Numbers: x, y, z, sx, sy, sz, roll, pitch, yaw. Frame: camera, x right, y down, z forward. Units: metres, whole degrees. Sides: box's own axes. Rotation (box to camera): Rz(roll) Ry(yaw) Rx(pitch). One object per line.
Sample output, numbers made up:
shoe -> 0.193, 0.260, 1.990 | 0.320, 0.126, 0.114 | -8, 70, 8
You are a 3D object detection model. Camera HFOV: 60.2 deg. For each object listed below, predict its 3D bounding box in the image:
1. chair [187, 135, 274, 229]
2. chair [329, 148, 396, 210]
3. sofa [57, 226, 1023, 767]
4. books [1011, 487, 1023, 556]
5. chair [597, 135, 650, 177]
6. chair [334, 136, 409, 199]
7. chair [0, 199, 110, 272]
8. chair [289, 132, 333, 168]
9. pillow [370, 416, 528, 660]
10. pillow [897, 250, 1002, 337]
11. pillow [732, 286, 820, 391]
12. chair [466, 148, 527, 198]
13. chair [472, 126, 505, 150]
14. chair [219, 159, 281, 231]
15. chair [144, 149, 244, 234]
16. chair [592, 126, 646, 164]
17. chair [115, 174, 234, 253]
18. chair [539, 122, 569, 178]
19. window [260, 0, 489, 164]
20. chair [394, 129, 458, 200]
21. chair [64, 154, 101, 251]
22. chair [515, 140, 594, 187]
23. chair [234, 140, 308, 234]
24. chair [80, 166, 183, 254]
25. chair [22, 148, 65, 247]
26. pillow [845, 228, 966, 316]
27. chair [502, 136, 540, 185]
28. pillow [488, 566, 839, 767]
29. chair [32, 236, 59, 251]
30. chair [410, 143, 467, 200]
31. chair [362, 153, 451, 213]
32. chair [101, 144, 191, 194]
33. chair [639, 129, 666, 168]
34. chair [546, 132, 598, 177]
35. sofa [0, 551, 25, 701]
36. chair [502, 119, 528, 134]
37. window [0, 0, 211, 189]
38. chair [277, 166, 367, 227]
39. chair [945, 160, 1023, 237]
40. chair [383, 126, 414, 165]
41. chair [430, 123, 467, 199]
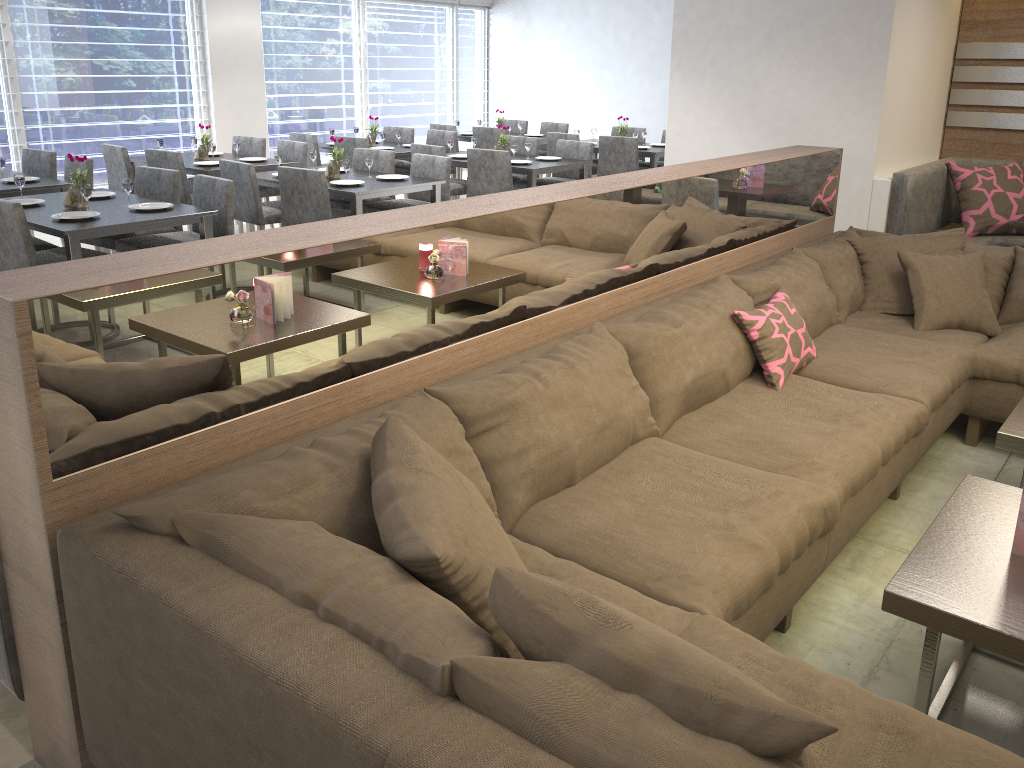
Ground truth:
chair -> -2.310, -1.632, 7.259 | 0.480, 0.746, 0.499 | 12, 21, 32
chair -> -1.130, -1.283, 6.344 | 0.480, 0.746, 0.499 | 12, 21, 32
sofa -> 1.627, 0.375, 2.020 | 3.209, 0.661, 3.816 | 16, 25, 36
books -> 1.170, 0.282, 1.823 | 0.258, 0.161, 0.146 | 2, 18, 3
chair -> 1.064, -1.905, 8.139 | 0.480, 0.746, 0.499 | 12, 21, 32
chair -> -1.237, -1.785, 7.720 | 0.480, 0.746, 0.499 | 12, 21, 32
chair -> -2.200, -0.537, 4.254 | 0.480, 0.746, 0.499 | 12, 21, 32
chair -> -1.682, -1.891, 7.994 | 0.482, 0.746, 0.497 | 17, 23, 41
pillow -> -0.101, 0.295, 1.598 | 0.298, 0.349, 0.513 | -5, 20, -18
pillow -> 1.746, -0.359, 3.527 | 0.380, 0.316, 0.240 | -1, 18, -6
pillow -> 0.894, -0.160, 2.970 | 0.182, 0.247, 0.470 | 12, 22, 32
chair -> -0.057, -1.435, 6.805 | 0.480, 0.746, 0.499 | 12, 21, 32
chair -> -0.116, -2.254, 9.054 | 0.480, 0.746, 0.499 | 12, 21, 32
chair -> -1.580, -1.090, 5.797 | 0.482, 0.746, 0.497 | 17, 23, 41
chair -> -2.313, -1.333, 6.438 | 0.480, 0.746, 0.499 | 12, 21, 32
chair -> 1.067, -2.204, 8.960 | 0.480, 0.746, 0.499 | 12, 21, 32
chair -> -1.778, -0.709, 4.741 | 0.482, 0.746, 0.497 | 17, 23, 41
chair -> 0.306, -2.426, 9.540 | 0.482, 0.746, 0.497 | 17, 23, 41
window -> -1.534, -3.579, 10.622 | 0.160, 2.028, 3.708 | 13, 23, 36
chair -> -0.815, -1.956, 8.206 | 0.482, 0.746, 0.497 | 17, 23, 41
chair -> -2.957, -1.058, 5.656 | 0.482, 0.746, 0.497 | 17, 23, 41
chair -> 0.365, -1.606, 7.291 | 0.482, 0.746, 0.497 | 17, 23, 41
chair -> -1.891, -1.505, 6.925 | 0.482, 0.746, 0.497 | 17, 23, 41
chair -> -2.196, -0.836, 5.076 | 0.480, 0.746, 0.499 | 12, 21, 32
chair -> -3.376, -1.186, 5.991 | 0.480, 0.746, 0.499 | 12, 21, 32
pillow -> 1.678, -0.457, 3.710 | 0.526, 0.386, 0.298 | 3, 18, 7
chair -> -0.054, -1.734, 7.626 | 0.480, 0.746, 0.499 | 12, 21, 32
pillow -> 0.208, 0.433, 1.223 | 0.498, 0.332, 0.317 | 13, 22, 31
chair -> -2.645, -0.643, 4.528 | 0.482, 0.746, 0.497 | 17, 23, 41
chair -> -0.503, -1.541, 7.079 | 0.482, 0.746, 0.497 | 17, 23, 41
chair -> -0.712, -1.155, 6.010 | 0.482, 0.746, 0.497 | 17, 23, 41
chair -> -2.759, -1.439, 6.712 | 0.482, 0.746, 0.497 | 17, 23, 41
chair -> 1.486, -2.076, 8.626 | 0.482, 0.746, 0.497 | 17, 23, 41
chair -> 0.618, -2.011, 8.413 | 0.482, 0.746, 0.497 | 17, 23, 41
sofa -> -0.109, -0.119, 3.380 | 0.843, 0.615, 3.849 | 15, 24, 36
chair -> -0.112, -2.553, 9.875 | 0.480, 0.746, 0.499 | 12, 21, 32
window -> -5.312, -1.996, 6.126 | 0.160, 2.027, 7.197 | 13, 23, 36
chair -> -1.134, -0.984, 5.523 | 0.480, 0.746, 0.499 | 12, 21, 32
chair -> 2.784, -1.071, 5.120 | 0.491, 0.418, 0.302 | -2, 18, -8
chair -> -1.233, -2.084, 8.541 | 0.480, 0.746, 0.499 | 12, 21, 32
chair -> -0.561, -2.361, 9.328 | 0.482, 0.746, 0.497 | 17, 23, 41
